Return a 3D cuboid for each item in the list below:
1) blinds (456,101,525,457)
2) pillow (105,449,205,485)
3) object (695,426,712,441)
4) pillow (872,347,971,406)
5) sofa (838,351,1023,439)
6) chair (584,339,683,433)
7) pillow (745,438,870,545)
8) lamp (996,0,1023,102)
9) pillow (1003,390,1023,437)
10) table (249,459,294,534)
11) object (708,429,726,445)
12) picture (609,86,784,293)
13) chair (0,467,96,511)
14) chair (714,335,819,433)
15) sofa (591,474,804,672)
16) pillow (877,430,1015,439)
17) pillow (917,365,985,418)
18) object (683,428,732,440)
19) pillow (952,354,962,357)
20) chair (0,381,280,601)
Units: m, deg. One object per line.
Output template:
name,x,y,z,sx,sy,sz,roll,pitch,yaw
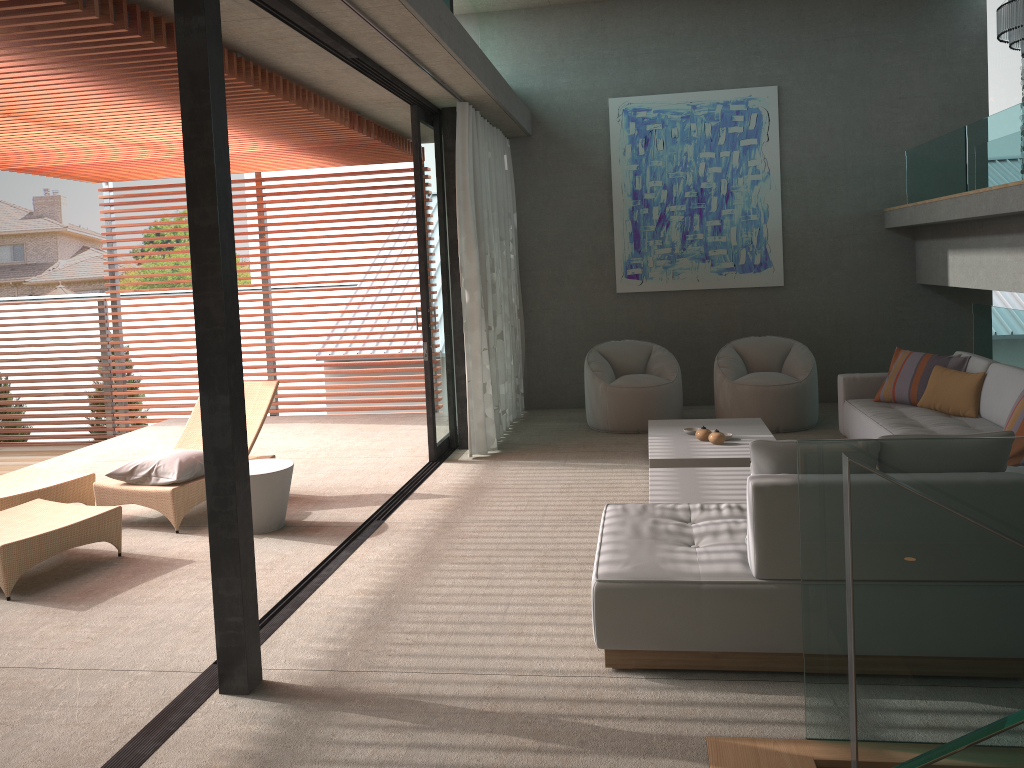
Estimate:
blinds,-0.167,-1.012,8.390,0.223,2.909,2.441,-2,5,9
pillow,-2.305,0.551,5.985,0.595,0.193,0.598,0,8,20
object,1.388,0.356,6.394,0.119,0.105,0.120,-1,6,13
pillow,3.061,-0.039,6.607,0.342,0.440,0.657,-6,7,-37
sofa,2.900,0.324,5.425,1.048,0.749,3.486,-2,7,9
chair,1.154,0.002,8.429,0.921,0.784,0.927,-1,6,13
pillow,1.168,0.440,3.463,0.492,0.481,0.267,-2,4,9
lamp,5.179,-2.254,8.362,1.000,3.921,1.003,-3,3,-11
pillow,2.806,0.194,4.741,0.311,0.492,0.741,0,7,32
table,-1.627,0.724,5.658,0.475,0.391,0.478,-4,6,-9
object,1.450,0.372,6.252,0.119,0.105,0.120,3,8,43
picture,1.916,-2.012,9.233,1.719,2.040,0.030,-2,3,9
chair,-3.745,0.655,5.301,0.700,0.822,2.311,0,7,28
chair,2.335,-0.017,8.152,0.922,0.784,0.926,1,7,33
sofa,1.156,0.646,3.725,1.595,0.729,1.020,-2,6,9
pillow,1.643,0.417,3.386,0.492,0.496,0.239,-2,4,9
pillow,3.132,0.052,6.249,0.226,0.323,0.465,-5,7,-28
object,1.441,0.371,6.518,0.155,0.039,0.438,-8,9,-35
pillow,3.148,-0.025,6.787,0.313,0.418,0.619,-7,8,-44
chair,-2.474,0.542,5.688,0.700,0.822,2.311,-1,7,24
